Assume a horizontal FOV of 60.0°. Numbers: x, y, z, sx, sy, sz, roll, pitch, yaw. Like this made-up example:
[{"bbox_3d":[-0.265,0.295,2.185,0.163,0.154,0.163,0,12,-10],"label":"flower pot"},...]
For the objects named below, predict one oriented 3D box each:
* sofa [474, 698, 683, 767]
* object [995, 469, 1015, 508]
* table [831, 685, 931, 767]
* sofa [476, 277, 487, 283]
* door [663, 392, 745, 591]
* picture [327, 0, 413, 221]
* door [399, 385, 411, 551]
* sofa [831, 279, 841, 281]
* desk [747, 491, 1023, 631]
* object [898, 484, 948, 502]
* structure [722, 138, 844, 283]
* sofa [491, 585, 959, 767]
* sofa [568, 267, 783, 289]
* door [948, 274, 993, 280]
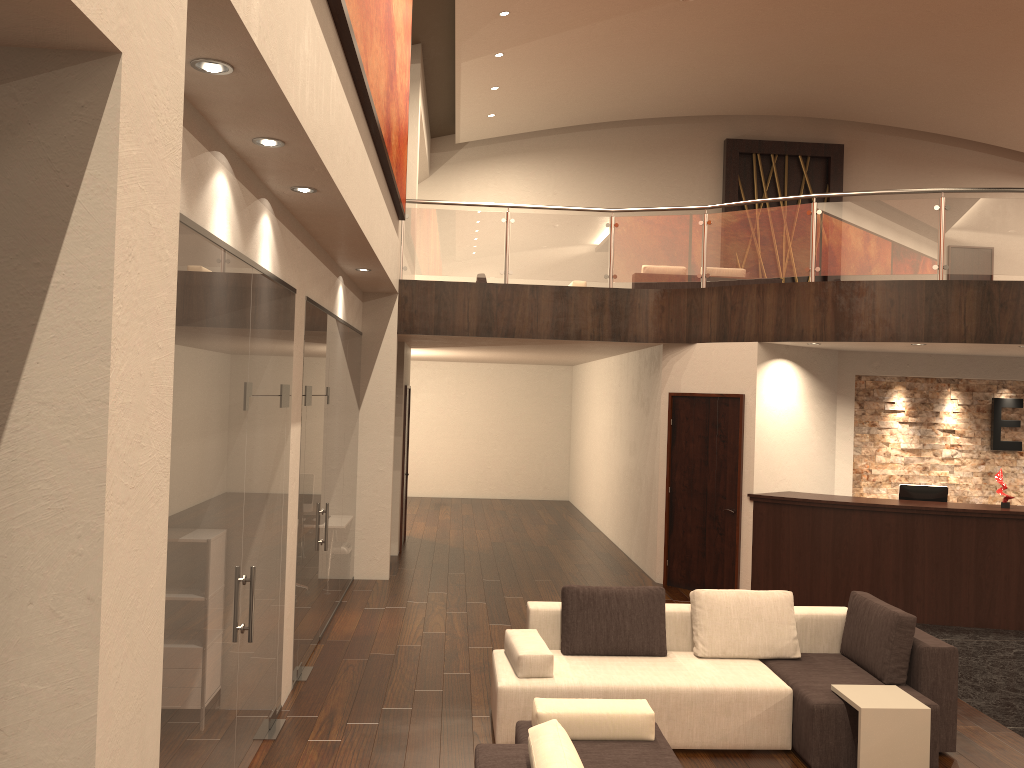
[{"bbox_3d":[1.162,1.779,3.126,2.586,0.862,3.366,2,-1,-4],"label":"sofa"},{"bbox_3d":[4.967,1.051,8.925,0.163,0.390,0.165,2,-1,4],"label":"object"},{"bbox_3d":[2.122,2.040,5.139,0.400,0.460,0.400,2,-1,-4],"label":"table"},{"bbox_3d":[0.778,-1.472,16.409,3.366,0.862,2.586,2,-1,-4],"label":"sofa"},{"bbox_3d":[2.148,1.220,9.950,0.104,2.232,0.990,3,-1,-43],"label":"door"},{"bbox_3d":[-0.974,-3.114,6.613,0.070,2.526,6.485,2,-1,-4],"label":"picture"},{"bbox_3d":[-1.513,1.138,12.426,0.104,2.232,0.990,2,-1,-4],"label":"door"},{"bbox_3d":[5.733,-1.322,15.841,1.291,0.862,2.846,2,-1,-4],"label":"sofa"},{"bbox_3d":[6.080,1.867,9.430,7.146,1.171,1.674,2,-1,-2],"label":"desk"},{"bbox_3d":[4.363,1.318,9.417,0.483,0.485,0.189,2,-1,11],"label":"object"},{"bbox_3d":[5.667,-2.974,18.669,2.524,4.236,0.187,2,-1,-4],"label":"structure"},{"bbox_3d":[1.305,1.820,5.749,2.846,0.862,1.291,2,-1,-4],"label":"sofa"},{"bbox_3d":[2.470,-1.437,15.012,3.366,0.862,2.586,2,-1,-4],"label":"sofa"},{"bbox_3d":[9.807,-1.834,19.007,0.990,2.232,0.104,2,-1,-4],"label":"door"}]
